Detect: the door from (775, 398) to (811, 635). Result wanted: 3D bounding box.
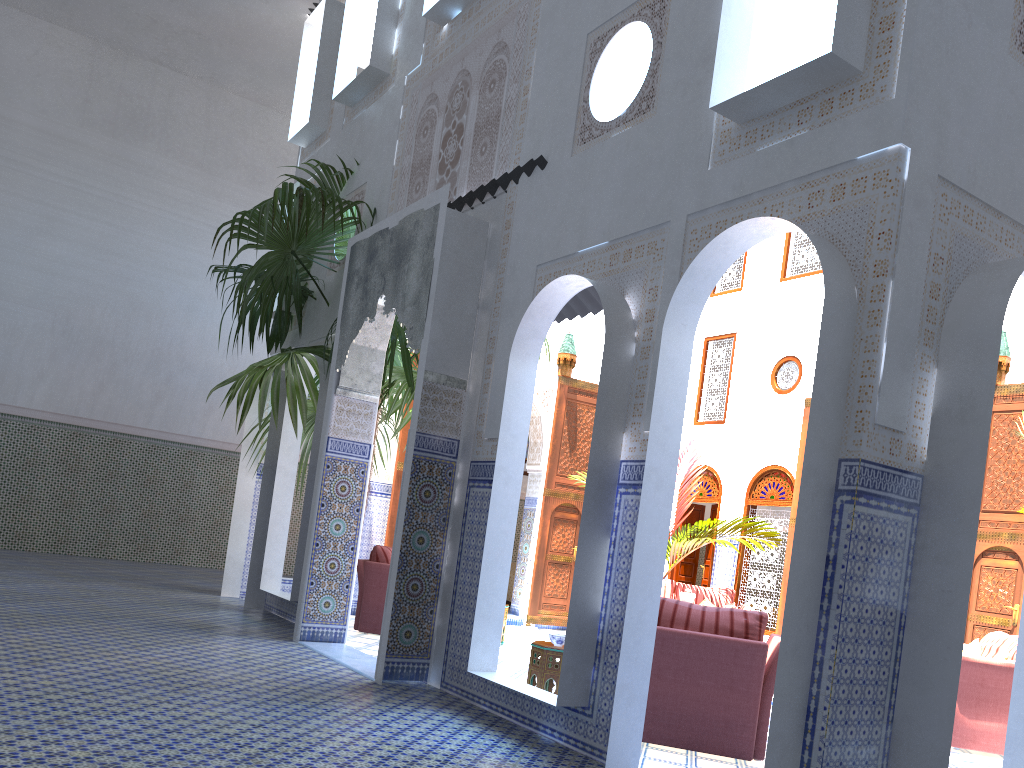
[{"bbox_3d":[2.778,1.360,7.971,0.125,2.505,0.579,9,-2,-37],"label":"door"}]

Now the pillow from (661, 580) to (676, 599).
[{"bbox_3d":[1.211,1.975,8.134,0.579,0.389,0.295,6,-5,12],"label":"pillow"}]

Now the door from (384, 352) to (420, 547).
[{"bbox_3d":[-0.810,0.869,7.919,0.590,2.505,0.122,9,-2,-38],"label":"door"}]

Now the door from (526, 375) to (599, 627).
[{"bbox_3d":[0.555,1.212,8.815,0.589,2.505,0.123,9,-1,-28],"label":"door"}]

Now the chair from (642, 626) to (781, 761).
[{"bbox_3d":[0.875,1.436,4.198,0.808,0.538,0.738,6,-7,12],"label":"chair"}]

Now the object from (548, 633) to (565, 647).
[{"bbox_3d":[0.246,1.350,4.610,0.119,0.057,0.119,11,-9,-20],"label":"object"}]

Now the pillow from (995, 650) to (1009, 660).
[{"bbox_3d":[2.843,1.693,5.195,0.283,0.257,0.147,12,-5,-33],"label":"pillow"}]

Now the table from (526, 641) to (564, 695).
[{"bbox_3d":[0.231,1.545,4.638,0.292,0.322,0.288,11,-6,-32],"label":"table"}]

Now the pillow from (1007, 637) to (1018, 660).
[{"bbox_3d":[3.059,1.681,5.156,0.304,0.399,0.568,7,-7,9],"label":"pillow"}]

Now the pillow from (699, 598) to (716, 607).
[{"bbox_3d":[1.719,2.025,7.807,0.148,0.234,0.266,10,-6,-30],"label":"pillow"}]

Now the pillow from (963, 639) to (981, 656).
[{"bbox_3d":[2.979,1.792,5.716,0.130,0.276,0.306,6,-6,23],"label":"pillow"}]

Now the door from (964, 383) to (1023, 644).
[{"bbox_3d":[3.690,1.239,6.604,0.125,2.505,0.579,8,-2,-32],"label":"door"}]

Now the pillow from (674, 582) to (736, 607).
[{"bbox_3d":[1.759,2.027,8.023,0.558,0.373,0.325,6,-5,13],"label":"pillow"}]

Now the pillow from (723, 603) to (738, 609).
[{"bbox_3d":[1.882,2.037,7.642,0.186,0.241,0.403,7,-8,14],"label":"pillow"}]

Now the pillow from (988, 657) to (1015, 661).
[{"bbox_3d":[2.683,1.676,5.017,0.394,0.242,0.190,6,-5,13],"label":"pillow"}]

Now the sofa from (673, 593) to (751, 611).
[{"bbox_3d":[1.415,2.174,7.924,1.355,0.538,0.744,6,-7,12],"label":"sofa"}]

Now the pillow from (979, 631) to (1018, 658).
[{"bbox_3d":[3.173,1.801,5.702,0.300,0.376,0.591,7,-8,13],"label":"pillow"}]

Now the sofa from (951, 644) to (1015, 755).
[{"bbox_3d":[2.944,1.940,5.464,0.729,0.536,1.386,6,-9,13],"label":"sofa"}]

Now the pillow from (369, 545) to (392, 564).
[{"bbox_3d":[-0.922,1.451,6.823,0.300,0.376,0.591,7,-8,13],"label":"pillow"}]

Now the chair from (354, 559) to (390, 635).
[{"bbox_3d":[-0.808,1.672,6.785,0.723,0.538,0.826,6,-8,13],"label":"chair"}]

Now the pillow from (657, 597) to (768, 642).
[{"bbox_3d":[0.869,1.199,4.059,0.579,0.377,0.305,6,-5,12],"label":"pillow"}]

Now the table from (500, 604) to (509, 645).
[{"bbox_3d":[-0.195,1.914,7.025,0.292,0.322,0.288,11,-6,-32],"label":"table"}]
